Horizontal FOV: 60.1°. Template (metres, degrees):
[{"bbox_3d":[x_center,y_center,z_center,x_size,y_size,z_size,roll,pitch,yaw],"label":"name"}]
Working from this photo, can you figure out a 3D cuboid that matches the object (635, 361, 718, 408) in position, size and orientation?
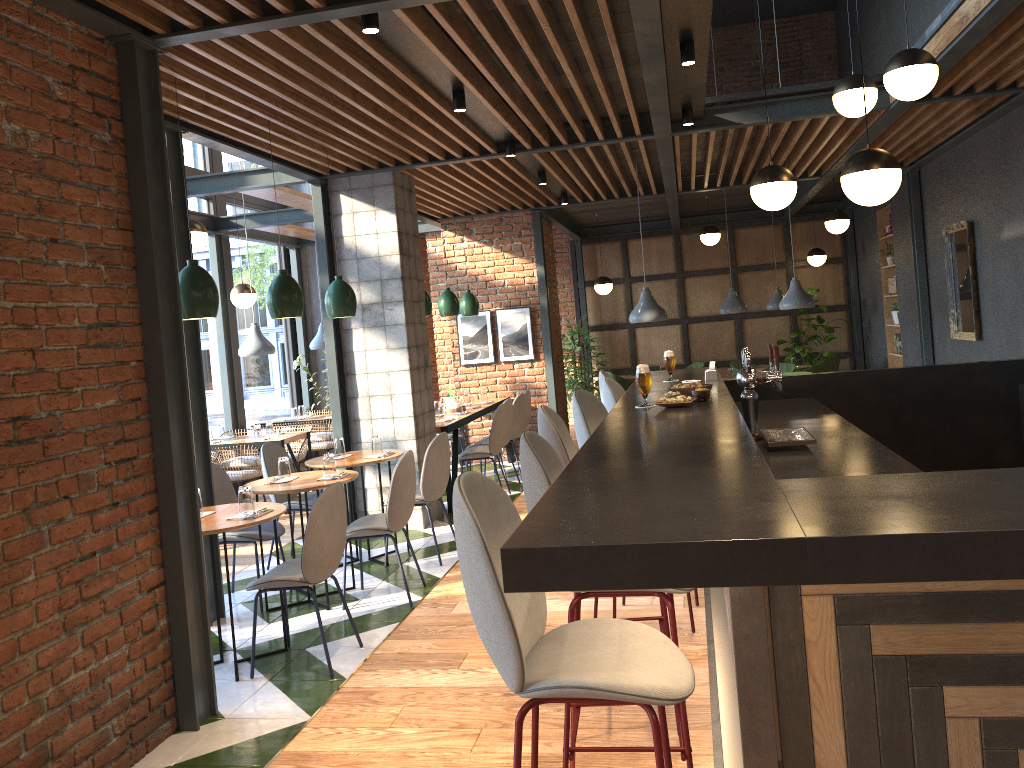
[{"bbox_3d":[0.865,-0.020,4.494,0.322,0.106,1.513,-4,4,15],"label":"object"}]

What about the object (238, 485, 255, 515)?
[{"bbox_3d":[-1.337,0.583,4.453,0.080,0.138,0.080,-6,2,-42],"label":"object"}]

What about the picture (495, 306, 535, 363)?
[{"bbox_3d":[0.032,-0.582,10.423,0.429,0.631,0.015,-5,1,11],"label":"picture"}]

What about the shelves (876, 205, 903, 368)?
[{"bbox_3d":[5.023,-0.921,11.375,0.284,2.704,0.837,-5,1,12],"label":"shelves"}]

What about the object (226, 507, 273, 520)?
[{"bbox_3d":[-1.315,0.649,4.427,0.157,0.019,0.243,-4,4,15],"label":"object"}]

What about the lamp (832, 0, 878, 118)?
[{"bbox_3d":[2.020,-3.577,5.582,0.268,3.791,0.269,-5,1,17],"label":"lamp"}]

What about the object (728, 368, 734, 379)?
[{"bbox_3d":[2.757,-0.127,11.177,0.080,0.138,0.080,-6,2,-41],"label":"object"}]

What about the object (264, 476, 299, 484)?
[{"bbox_3d":[-1.431,0.591,5.519,0.157,0.019,0.243,-4,4,8],"label":"object"}]

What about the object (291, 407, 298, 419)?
[{"bbox_3d":[-2.601,0.352,10.593,0.080,0.138,0.080,-4,2,43],"label":"object"}]

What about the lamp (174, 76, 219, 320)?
[{"bbox_3d":[-1.672,-1.334,4.453,0.223,2.020,0.224,-5,1,15],"label":"lamp"}]

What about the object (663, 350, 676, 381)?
[{"bbox_3d":[0.928,-0.109,5.209,0.070,0.178,0.070,-5,1,15],"label":"object"}]

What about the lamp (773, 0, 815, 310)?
[{"bbox_3d":[2.699,-2.999,8.946,0.353,4.487,0.352,-6,1,-43],"label":"lamp"}]

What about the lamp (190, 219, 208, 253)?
[{"bbox_3d":[-2.743,-2.945,7.109,0.269,3.791,0.268,-5,1,-35],"label":"lamp"}]

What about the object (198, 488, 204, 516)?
[{"bbox_3d":[-1.618,0.603,4.513,0.080,0.138,0.080,-5,1,-2],"label":"object"}]

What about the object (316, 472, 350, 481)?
[{"bbox_3d":[-1.103,0.567,5.453,0.157,0.019,0.243,-4,4,8],"label":"object"}]

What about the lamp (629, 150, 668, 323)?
[{"bbox_3d":[1.051,-2.800,8.026,0.353,4.487,0.352,-6,1,-43],"label":"lamp"}]

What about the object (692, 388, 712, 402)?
[{"bbox_3d":[0.828,0.045,3.865,0.078,0.060,0.108,-4,3,20],"label":"object"}]

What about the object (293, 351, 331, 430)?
[{"bbox_3d":[-2.331,0.292,11.673,0.858,1.496,0.900,-4,2,30],"label":"object"}]

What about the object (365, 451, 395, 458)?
[{"bbox_3d":[-0.940,0.501,6.283,0.157,0.019,0.243,-4,4,17],"label":"object"}]

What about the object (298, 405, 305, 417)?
[{"bbox_3d":[-2.586,0.333,10.883,0.080,0.138,0.080,-5,2,-15],"label":"object"}]

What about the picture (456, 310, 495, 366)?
[{"bbox_3d":[-0.437,-0.547,10.518,0.429,0.631,0.015,-5,1,11],"label":"picture"}]

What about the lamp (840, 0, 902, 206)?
[{"bbox_3d":[1.541,-2.729,4.153,0.268,3.791,0.268,-5,1,2],"label":"lamp"}]

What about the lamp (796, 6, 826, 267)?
[{"bbox_3d":[4.283,-3.599,12.866,0.269,3.791,0.268,-5,1,-35],"label":"lamp"}]

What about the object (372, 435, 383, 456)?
[{"bbox_3d":[-0.963,0.435,6.309,0.080,0.138,0.080,-5,2,-20],"label":"object"}]

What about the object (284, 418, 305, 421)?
[{"bbox_3d":[-2.606,0.420,10.572,0.242,0.019,0.158,-4,4,10],"label":"object"}]

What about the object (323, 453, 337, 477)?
[{"bbox_3d":[-1.129,0.501,5.476,0.080,0.138,0.080,-6,2,-39],"label":"object"}]

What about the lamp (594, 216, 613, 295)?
[{"bbox_3d":[1.168,-3.173,12.760,0.269,3.791,0.268,-5,1,-35],"label":"lamp"}]

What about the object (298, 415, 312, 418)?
[{"bbox_3d":[-2.556,0.396,10.903,0.242,0.019,0.158,-4,4,12],"label":"object"}]

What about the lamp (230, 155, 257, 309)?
[{"bbox_3d":[-3.014,-2.691,9.418,0.268,3.791,0.268,-5,1,-20],"label":"lamp"}]

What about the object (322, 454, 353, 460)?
[{"bbox_3d":[-1.255,0.521,6.396,0.157,0.019,0.243,-4,4,17],"label":"object"}]

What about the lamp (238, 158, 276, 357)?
[{"bbox_3d":[-2.676,-2.514,8.605,0.353,4.487,0.352,-5,1,-27],"label":"lamp"}]

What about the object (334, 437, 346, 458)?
[{"bbox_3d":[-1.241,0.455,6.377,0.080,0.138,0.080,-5,2,-10],"label":"object"}]

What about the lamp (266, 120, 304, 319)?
[{"bbox_3d":[-1.474,-1.413,5.445,0.223,2.020,0.224,-5,1,15],"label":"lamp"}]

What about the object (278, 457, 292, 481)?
[{"bbox_3d":[-1.415,0.524,5.503,0.080,0.138,0.080,-4,2,21],"label":"object"}]

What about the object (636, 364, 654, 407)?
[{"bbox_3d":[0.572,0.004,3.836,0.070,0.182,0.070,-4,1,32],"label":"object"}]

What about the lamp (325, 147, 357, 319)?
[{"bbox_3d":[-1.301,-1.482,6.319,0.223,2.020,0.224,-5,1,15],"label":"lamp"}]

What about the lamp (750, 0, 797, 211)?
[{"bbox_3d":[1.398,-2.916,5.226,0.268,3.791,0.269,-5,1,13],"label":"lamp"}]

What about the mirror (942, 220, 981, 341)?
[{"bbox_3d":[4.204,-0.957,8.282,0.061,1.085,0.770,-5,2,12],"label":"mirror"}]

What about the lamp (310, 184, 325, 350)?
[{"bbox_3d":[-2.467,-2.664,10.724,0.353,4.487,0.352,-6,1,-43],"label":"lamp"}]

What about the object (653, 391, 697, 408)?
[{"bbox_3d":[0.708,0.064,3.794,0.164,0.052,0.292,-4,4,20],"label":"object"}]

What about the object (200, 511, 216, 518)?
[{"bbox_3d":[-1.632,0.669,4.532,0.157,0.019,0.243,-4,4,15],"label":"object"}]

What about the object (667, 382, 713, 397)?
[{"bbox_3d":[0.811,0.029,4.037,0.168,0.072,0.168,-3,4,31],"label":"object"}]
